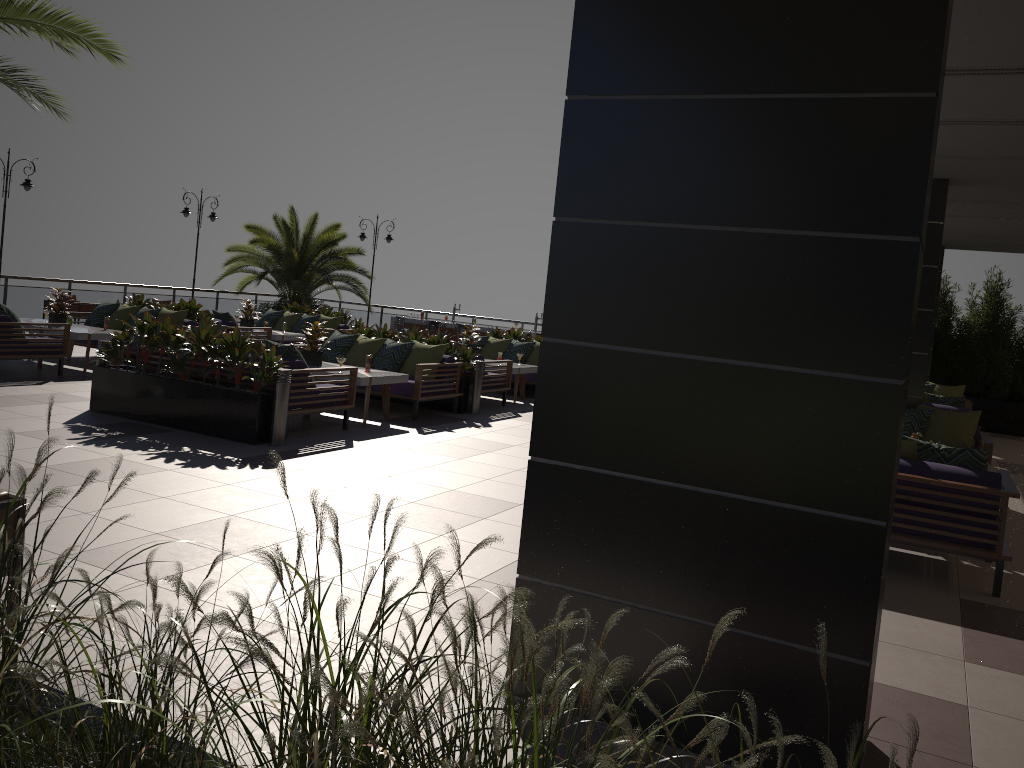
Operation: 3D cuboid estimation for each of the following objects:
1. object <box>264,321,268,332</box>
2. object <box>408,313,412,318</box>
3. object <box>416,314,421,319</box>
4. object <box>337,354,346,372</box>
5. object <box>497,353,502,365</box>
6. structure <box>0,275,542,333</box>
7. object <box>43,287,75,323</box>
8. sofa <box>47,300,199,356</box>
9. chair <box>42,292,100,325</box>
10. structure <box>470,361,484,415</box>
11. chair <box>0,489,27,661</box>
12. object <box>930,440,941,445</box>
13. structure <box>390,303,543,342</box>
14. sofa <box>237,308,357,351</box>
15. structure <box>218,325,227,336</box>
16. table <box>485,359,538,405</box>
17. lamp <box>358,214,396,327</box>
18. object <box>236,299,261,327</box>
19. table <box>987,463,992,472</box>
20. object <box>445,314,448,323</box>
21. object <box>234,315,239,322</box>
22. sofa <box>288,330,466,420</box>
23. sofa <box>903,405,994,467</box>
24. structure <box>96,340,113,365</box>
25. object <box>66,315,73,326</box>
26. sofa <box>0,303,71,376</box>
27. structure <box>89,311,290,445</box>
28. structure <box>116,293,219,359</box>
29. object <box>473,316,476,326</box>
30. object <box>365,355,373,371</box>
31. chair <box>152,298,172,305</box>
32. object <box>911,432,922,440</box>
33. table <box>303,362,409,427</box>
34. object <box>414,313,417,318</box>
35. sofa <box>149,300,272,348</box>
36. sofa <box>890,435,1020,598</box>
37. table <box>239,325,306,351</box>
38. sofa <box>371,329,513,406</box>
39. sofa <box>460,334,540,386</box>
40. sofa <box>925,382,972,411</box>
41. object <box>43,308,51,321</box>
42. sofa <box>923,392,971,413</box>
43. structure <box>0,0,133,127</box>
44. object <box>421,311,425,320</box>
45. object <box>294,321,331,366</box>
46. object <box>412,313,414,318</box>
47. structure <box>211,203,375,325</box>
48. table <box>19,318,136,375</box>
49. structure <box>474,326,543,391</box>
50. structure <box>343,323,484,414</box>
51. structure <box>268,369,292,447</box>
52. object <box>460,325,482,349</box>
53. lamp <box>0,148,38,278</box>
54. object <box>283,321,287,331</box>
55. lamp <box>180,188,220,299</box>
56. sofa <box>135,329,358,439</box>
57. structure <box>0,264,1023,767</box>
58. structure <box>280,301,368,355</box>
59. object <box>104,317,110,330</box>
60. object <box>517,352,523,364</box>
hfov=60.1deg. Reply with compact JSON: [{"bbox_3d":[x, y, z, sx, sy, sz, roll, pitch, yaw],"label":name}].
[{"bbox_3d":[-4.236,-0.981,15.230,0.066,0.189,0.085,4,3,-34],"label":"object"},{"bbox_3d":[-2.312,-1.505,20.016,0.105,0.208,0.105,6,3,1],"label":"object"},{"bbox_3d":[-2.106,-1.475,19.920,0.105,0.208,0.105,6,3,1],"label":"object"},{"bbox_3d":[-1.907,-0.231,9.869,0.105,0.197,0.106,4,3,-31],"label":"object"},{"bbox_3d":[-0.182,-0.379,13.291,0.069,0.181,0.069,6,3,13],"label":"object"},{"bbox_3d":[-3.734,-0.586,12.893,12.956,1.056,17.506,8,6,25],"label":"structure"},{"bbox_3d":[-6.298,-1.074,12.285,0.429,0.525,0.427,4,4,-32],"label":"object"},{"bbox_3d":[-5.820,-0.771,13.373,2.132,0.917,1.119,8,5,26],"label":"sofa"},{"bbox_3d":[-8.331,-1.304,16.783,0.717,0.814,0.714,7,4,25],"label":"chair"},{"bbox_3d":[-0.456,0.048,11.633,0.100,0.699,0.180,7,2,25],"label":"structure"},{"bbox_3d":[-2.282,0.630,3.094,0.716,0.814,0.715,7,4,25],"label":"chair"},{"bbox_3d":[3.469,0.563,7.281,0.105,0.197,0.106,4,3,-36],"label":"object"},{"bbox_3d":[-0.566,-0.998,19.075,4.414,1.325,0.804,8,4,26],"label":"structure"},{"bbox_3d":[-4.175,-0.938,16.820,2.132,0.917,1.119,8,5,26],"label":"sofa"},{"bbox_3d":[-4.475,-0.546,13.579,0.100,0.699,0.180,7,2,25],"label":"structure"},{"bbox_3d":[-0.699,-0.114,13.827,2.043,0.552,0.942,8,5,26],"label":"table"},{"bbox_3d":[-3.530,-2.610,22.260,1.125,3.320,0.264,7,2,26],"label":"lamp"},{"bbox_3d":[-4.704,-1.244,15.720,0.424,0.525,0.432,3,4,-37],"label":"object"},{"bbox_3d":[3.024,0.848,7.766,2.043,0.552,0.941,8,5,26],"label":"table"},{"bbox_3d":[-1.426,-1.425,19.206,0.069,0.181,0.069,6,2,-2],"label":"object"},{"bbox_3d":[-5.078,-1.173,16.297,0.105,0.197,0.106,4,3,-31],"label":"object"},{"bbox_3d":[-1.810,-0.178,11.432,2.132,0.917,1.119,8,5,26],"label":"sofa"},{"bbox_3d":[3.698,0.604,9.104,2.132,0.917,1.119,8,5,26],"label":"sofa"},{"bbox_3d":[-4.251,-0.101,9.195,0.100,0.699,0.180,7,2,25],"label":"structure"},{"bbox_3d":[-5.867,-0.811,11.722,0.082,0.197,0.069,5,3,-23],"label":"object"},{"bbox_3d":[-6.829,-0.672,11.292,2.132,0.917,1.119,8,5,26],"label":"sofa"},{"bbox_3d":[-3.170,-0.077,8.665,2.258,1.169,0.737,8,4,27],"label":"structure"},{"bbox_3d":[-5.570,-0.842,14.079,2.254,1.169,0.714,8,3,22],"label":"structure"},{"bbox_3d":[-0.795,-1.347,18.901,0.069,0.211,0.069,6,2,8],"label":"object"},{"bbox_3d":[-1.677,-0.252,10.362,0.066,0.189,0.085,4,3,-34],"label":"object"},{"bbox_3d":[-7.500,-1.387,18.506,0.717,0.814,0.714,7,4,25],"label":"chair"},{"bbox_3d":[3.582,0.523,7.854,0.066,0.189,0.085,4,3,-39],"label":"object"},{"bbox_3d":[-2.352,0.050,10.401,2.043,0.552,0.941,8,5,26],"label":"table"},{"bbox_3d":[-2.177,-1.492,20.020,0.105,0.208,0.105,6,3,1],"label":"object"},{"bbox_3d":[-5.191,-0.840,14.743,2.132,0.917,1.119,8,5,26],"label":"sofa"},{"bbox_3d":[2.417,0.731,6.449,2.132,0.917,1.119,8,5,26],"label":"sofa"},{"bbox_3d":[-4.698,-0.705,15.763,2.043,0.552,0.942,8,5,26],"label":"table"},{"bbox_3d":[-1.182,-0.247,12.802,2.132,0.917,1.119,8,5,26],"label":"sofa"},{"bbox_3d":[-0.173,-0.345,14.882,2.132,0.917,1.119,8,5,26],"label":"sofa"},{"bbox_3d":[6.219,0.355,14.330,2.132,0.917,1.119,8,5,26],"label":"sofa"},{"bbox_3d":[-6.768,-1.013,12.869,0.105,0.197,0.106,4,3,-31],"label":"object"},{"bbox_3d":[5.103,0.465,12.017,2.132,0.917,1.119,8,5,26],"label":"sofa"},{"bbox_3d":[-5.880,-2.911,7.630,4.729,6.488,4.735,9,4,43],"label":"structure"},{"bbox_3d":[-1.967,-1.509,19.463,0.066,0.189,0.085,4,3,-39],"label":"object"},{"bbox_3d":[-2.309,-0.484,10.359,0.432,0.525,0.424,9,5,43],"label":"object"},{"bbox_3d":[-2.269,-1.511,20.123,0.105,0.208,0.105,6,3,1],"label":"object"},{"bbox_3d":[-5.116,-2.648,21.167,3.797,3.295,3.767,5,4,-7],"label":"structure"},{"bbox_3d":[-6.351,-0.542,12.337,2.043,0.552,0.941,8,5,26],"label":"table"},{"bbox_3d":[0.187,-0.409,15.623,2.258,1.169,0.737,8,4,27],"label":"structure"},{"bbox_3d":[-1.496,-0.241,12.128,2.427,1.170,0.700,8,4,27],"label":"structure"},{"bbox_3d":[-2.128,0.214,8.167,0.100,0.699,0.180,7,2,25],"label":"structure"},{"bbox_3d":[-0.657,-0.647,13.772,0.426,0.525,0.429,8,4,38],"label":"object"},{"bbox_3d":[-9.131,-2.558,15.848,0.264,3.320,1.121,7,3,25],"label":"lamp"},{"bbox_3d":[-4.067,-1.033,15.835,0.069,0.211,0.069,6,2,13],"label":"object"},{"bbox_3d":[-7.139,-2.755,19.978,0.264,3.320,1.121,7,3,25],"label":"lamp"},{"bbox_3d":[-2.827,-0.080,9.355,2.132,0.917,1.119,8,5,26],"label":"sofa"},{"bbox_3d":[4.145,-0.147,5.841,7.840,3.114,24.732,8,6,25],"label":"structure"},{"bbox_3d":[-3.871,-1.005,17.549,2.258,1.169,0.737,8,4,27],"label":"structure"},{"bbox_3d":[-5.660,-0.848,12.362,0.066,0.189,0.085,4,3,-34],"label":"object"},{"bbox_3d":[0.122,-0.413,13.881,0.105,0.197,0.106,4,3,-31],"label":"object"}]
